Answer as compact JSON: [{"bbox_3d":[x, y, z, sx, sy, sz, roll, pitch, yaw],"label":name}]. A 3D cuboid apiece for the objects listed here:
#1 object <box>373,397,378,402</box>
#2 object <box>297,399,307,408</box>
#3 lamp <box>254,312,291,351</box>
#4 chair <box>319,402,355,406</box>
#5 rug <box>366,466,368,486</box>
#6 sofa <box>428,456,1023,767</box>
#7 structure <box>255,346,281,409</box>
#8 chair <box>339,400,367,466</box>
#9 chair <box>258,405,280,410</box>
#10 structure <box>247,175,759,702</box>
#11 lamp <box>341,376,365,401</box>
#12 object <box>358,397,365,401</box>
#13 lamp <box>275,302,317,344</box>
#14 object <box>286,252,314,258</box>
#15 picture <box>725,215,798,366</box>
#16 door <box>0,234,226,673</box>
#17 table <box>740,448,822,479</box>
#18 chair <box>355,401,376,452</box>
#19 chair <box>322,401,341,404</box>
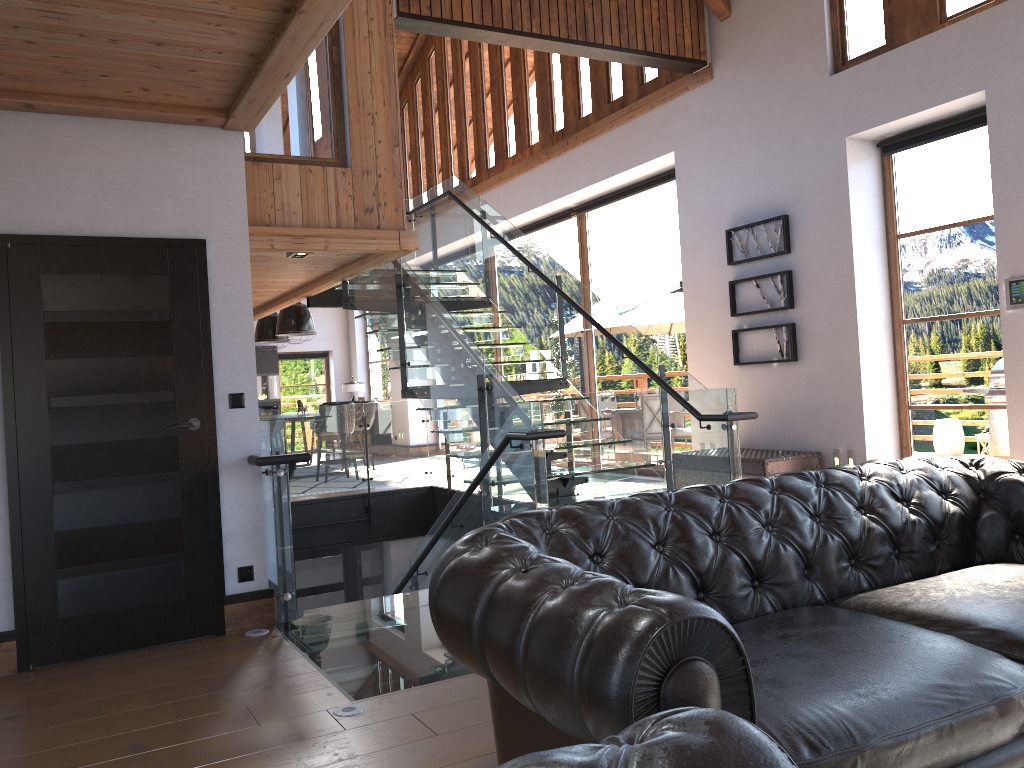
[{"bbox_3d":[-2.736,0.398,17.394,0.495,0.262,0.182,-4,-1,30],"label":"object"},{"bbox_3d":[-3.322,0.365,14.078,0.115,0.253,0.223,-4,-1,25],"label":"object"},{"bbox_3d":[-4.181,-2.909,15.001,0.617,4.685,0.625,-4,-1,17],"label":"lamp"},{"bbox_3d":[-2.414,0.810,12.248,0.509,1.092,0.562,-3,-1,-29],"label":"chair"},{"bbox_3d":[-3.235,1.409,13.657,2.578,0.047,5.572,-3,0,-28],"label":"rug"},{"bbox_3d":[1.041,0.722,2.649,2.593,0.838,1.226,-3,0,-29],"label":"sofa"},{"bbox_3d":[-5.463,0.086,17.861,1.459,1.650,0.428,-3,-1,-29],"label":"structure"},{"bbox_3d":[-2.694,0.830,14.485,0.575,1.092,0.498,-3,-1,-44],"label":"chair"},{"bbox_3d":[-4.335,0.931,15.738,0.509,1.092,0.562,-3,-1,-29],"label":"chair"},{"bbox_3d":[0.769,0.780,10.224,9.307,6.399,10.909,-3,0,-28],"label":"structure"},{"bbox_3d":[-3.276,0.199,18.326,0.473,0.726,0.466,-3,-1,-19],"label":"lamp"},{"bbox_3d":[-3.028,0.402,17.861,0.152,0.288,0.495,-3,0,-28],"label":"object"},{"bbox_3d":[-3.440,-2.956,13.611,0.617,4.685,0.625,-4,-1,17],"label":"lamp"},{"bbox_3d":[-1.691,-1.054,7.062,0.157,0.068,0.258,-3,0,-28],"label":"object"},{"bbox_3d":[2.304,-0.844,8.230,0.060,1.312,0.766,-3,-1,-28],"label":"picture"},{"bbox_3d":[-1.956,0.298,4.384,0.951,2.055,0.142,-3,-1,-29],"label":"door"},{"bbox_3d":[2.103,0.851,8.012,0.691,0.470,1.241,-3,0,-28],"label":"table"},{"bbox_3d":[-2.369,0.819,13.738,0.573,1.092,0.500,-3,-1,-20],"label":"chair"},{"bbox_3d":[-3.185,0.861,15.302,0.574,1.092,0.498,-3,-1,-30],"label":"chair"}]
